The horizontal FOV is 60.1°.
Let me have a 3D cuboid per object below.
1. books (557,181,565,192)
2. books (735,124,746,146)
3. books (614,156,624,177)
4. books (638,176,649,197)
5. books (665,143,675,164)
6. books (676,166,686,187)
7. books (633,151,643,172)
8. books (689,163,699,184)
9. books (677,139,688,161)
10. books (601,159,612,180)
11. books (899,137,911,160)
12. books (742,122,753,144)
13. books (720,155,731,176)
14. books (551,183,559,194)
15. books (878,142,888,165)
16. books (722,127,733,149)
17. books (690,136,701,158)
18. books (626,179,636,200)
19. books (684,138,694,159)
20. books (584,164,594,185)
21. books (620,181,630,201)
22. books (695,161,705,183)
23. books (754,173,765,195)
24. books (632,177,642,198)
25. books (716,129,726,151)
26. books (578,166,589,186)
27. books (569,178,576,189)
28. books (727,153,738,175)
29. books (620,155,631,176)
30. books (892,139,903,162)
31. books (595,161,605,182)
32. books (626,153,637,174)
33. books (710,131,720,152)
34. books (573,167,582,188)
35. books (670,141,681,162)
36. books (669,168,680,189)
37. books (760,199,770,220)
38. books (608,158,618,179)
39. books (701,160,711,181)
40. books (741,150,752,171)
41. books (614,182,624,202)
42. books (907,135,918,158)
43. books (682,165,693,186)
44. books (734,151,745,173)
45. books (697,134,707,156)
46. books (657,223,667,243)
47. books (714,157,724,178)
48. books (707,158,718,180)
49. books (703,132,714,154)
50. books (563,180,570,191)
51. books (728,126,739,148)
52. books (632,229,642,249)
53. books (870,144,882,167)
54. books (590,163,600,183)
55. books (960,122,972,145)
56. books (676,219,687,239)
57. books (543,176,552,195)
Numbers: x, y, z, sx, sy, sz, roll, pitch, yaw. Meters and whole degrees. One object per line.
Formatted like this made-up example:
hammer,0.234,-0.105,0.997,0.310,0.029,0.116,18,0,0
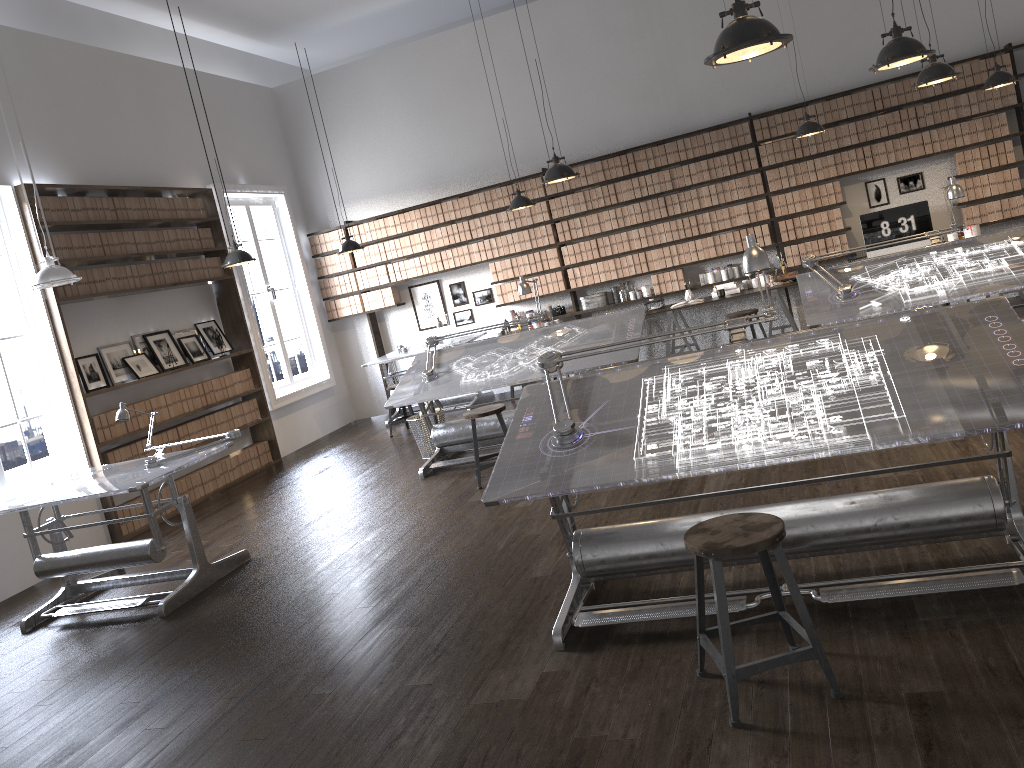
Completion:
books,0.557,-2.296,10.088,0.066,0.225,0.176,-12,6,18
books,2.445,-2.656,9.469,0.066,0.225,0.176,-12,6,18
books,1.204,-2.419,9.876,0.066,0.225,0.176,-12,6,18
books,1.471,-2.190,9.832,0.066,0.225,0.176,-12,6,18
books,1.738,-2.521,9.702,0.066,0.224,0.176,-12,6,19
books,1.859,-2.264,9.705,0.066,0.225,0.176,-12,6,19
books,1.410,-2.459,9.813,0.066,0.224,0.176,-12,6,18
books,1.991,-2.289,9.659,0.066,0.224,0.176,-12,6,19
books,1.863,-2.544,9.656,0.066,0.225,0.176,-12,6,19
books,1.073,-2.395,9.924,0.066,0.225,0.176,-12,6,19
books,4.002,-2.400,9.037,0.066,0.225,0.176,-12,6,19
books,2.509,-2.667,9.444,0.066,0.225,0.176,-12,6,19
books,2.307,-2.349,9.553,0.066,0.225,0.176,-12,6,18
books,0.490,-2.283,10.110,0.066,0.225,0.176,-12,6,19
books,3.803,-2.362,9.097,0.066,0.225,0.176,-12,6,18
books,2.314,-2.630,9.507,0.066,0.225,0.176,-12,6,19
books,1.997,-2.571,9.619,0.066,0.225,0.176,-12,6,18
books,1.335,-2.164,9.873,0.066,0.225,0.176,-12,6,19
books,1.931,-2.558,9.637,0.066,0.225,0.176,-12,6,19
books,0.888,-2.359,9.982,0.066,0.224,0.176,-12,6,19
books,1.277,-2.154,9.897,0.066,0.224,0.176,-12,6,18
books,2.050,-2.301,9.641,0.066,0.224,0.176,-12,6,19
books,2.652,-2.137,9.485,0.066,0.225,0.176,-12,6,19
books,1.402,-2.177,9.851,0.066,0.225,0.176,-12,6,18
books,2.253,-2.619,9.532,0.066,0.224,0.176,-12,6,18
books,0.820,-2.346,10.002,0.066,0.225,0.176,-12,6,18
books,0.692,-2.323,10.051,0.066,0.225,0.176,-12,6,19
books,2.374,-2.362,9.536,0.066,0.225,0.176,-12,6,18
books,1.271,-2.433,9.859,0.066,0.225,0.176,-12,6,18
books,3.937,-2.388,9.060,0.066,0.225,0.176,-12,6,19
books,1.008,-2.382,9.939,0.066,0.225,0.176,-12,6,18
books,1.339,-2.445,9.830,0.066,0.225,0.176,-12,6,19
books,2.194,-2.608,9.549,0.066,0.224,0.176,-12,6,18
books,0.756,-2.335,10.028,0.066,0.225,0.176,-12,6,19
books,1.795,-2.531,9.678,0.066,0.225,0.176,-12,6,18
books,1.794,-2.252,9.728,0.066,0.225,0.176,-12,6,19
books,2.716,-1.869,9.501,0.066,0.225,0.176,-12,6,19
books,1.139,-2.407,9.902,0.066,0.225,0.176,-12,6,19
books,2.111,-2.312,9.616,0.066,0.225,0.176,-12,6,18
books,2.513,-2.389,9.490,0.066,0.224,0.176,-12,6,18
books,1.217,-2.142,9.919,0.066,0.224,0.176,-12,6,19
books,4.071,-2.413,9.013,0.066,0.224,0.176,-12,6,19
books,1.923,-2.276,9.680,0.066,0.225,0.176,-12,6,18
books,2.442,-2.375,9.508,0.066,0.225,0.176,-12,6,19
books,2.062,-2.583,9.595,0.066,0.225,0.176,-12,6,18
books,1.679,-1.672,9.848,0.066,0.225,0.176,-12,6,19
books,2.242,-2.337,9.579,0.066,0.225,0.176,-12,6,19
books,2.176,-2.325,9.601,0.066,0.225,0.176,-12,6,19
books,2.126,-2.595,9.570,0.066,0.225,0.176,-12,6,19
books,0.625,-2.309,10.069,0.066,0.225,0.176,-12,6,18
books,2.378,-2.643,9.491,0.066,0.225,0.176,-12,6,18
books,1.416,-1.622,9.935,0.066,0.224,0.176,-12,6,18
books,3.744,-2.351,9.124,0.066,0.224,0.176,-12,6,18
books,0.947,-2.371,9.964,0.066,0.224,0.176,-12,6,19
books,4.528,-2.500,8.861,0.066,0.224,0.176,-12,6,18
books,1.873,-1.709,9.784,0.066,0.224,0.176,-12,6,19
books,0.432,-2.273,10.134,0.066,0.224,0.176,-12,6,18
